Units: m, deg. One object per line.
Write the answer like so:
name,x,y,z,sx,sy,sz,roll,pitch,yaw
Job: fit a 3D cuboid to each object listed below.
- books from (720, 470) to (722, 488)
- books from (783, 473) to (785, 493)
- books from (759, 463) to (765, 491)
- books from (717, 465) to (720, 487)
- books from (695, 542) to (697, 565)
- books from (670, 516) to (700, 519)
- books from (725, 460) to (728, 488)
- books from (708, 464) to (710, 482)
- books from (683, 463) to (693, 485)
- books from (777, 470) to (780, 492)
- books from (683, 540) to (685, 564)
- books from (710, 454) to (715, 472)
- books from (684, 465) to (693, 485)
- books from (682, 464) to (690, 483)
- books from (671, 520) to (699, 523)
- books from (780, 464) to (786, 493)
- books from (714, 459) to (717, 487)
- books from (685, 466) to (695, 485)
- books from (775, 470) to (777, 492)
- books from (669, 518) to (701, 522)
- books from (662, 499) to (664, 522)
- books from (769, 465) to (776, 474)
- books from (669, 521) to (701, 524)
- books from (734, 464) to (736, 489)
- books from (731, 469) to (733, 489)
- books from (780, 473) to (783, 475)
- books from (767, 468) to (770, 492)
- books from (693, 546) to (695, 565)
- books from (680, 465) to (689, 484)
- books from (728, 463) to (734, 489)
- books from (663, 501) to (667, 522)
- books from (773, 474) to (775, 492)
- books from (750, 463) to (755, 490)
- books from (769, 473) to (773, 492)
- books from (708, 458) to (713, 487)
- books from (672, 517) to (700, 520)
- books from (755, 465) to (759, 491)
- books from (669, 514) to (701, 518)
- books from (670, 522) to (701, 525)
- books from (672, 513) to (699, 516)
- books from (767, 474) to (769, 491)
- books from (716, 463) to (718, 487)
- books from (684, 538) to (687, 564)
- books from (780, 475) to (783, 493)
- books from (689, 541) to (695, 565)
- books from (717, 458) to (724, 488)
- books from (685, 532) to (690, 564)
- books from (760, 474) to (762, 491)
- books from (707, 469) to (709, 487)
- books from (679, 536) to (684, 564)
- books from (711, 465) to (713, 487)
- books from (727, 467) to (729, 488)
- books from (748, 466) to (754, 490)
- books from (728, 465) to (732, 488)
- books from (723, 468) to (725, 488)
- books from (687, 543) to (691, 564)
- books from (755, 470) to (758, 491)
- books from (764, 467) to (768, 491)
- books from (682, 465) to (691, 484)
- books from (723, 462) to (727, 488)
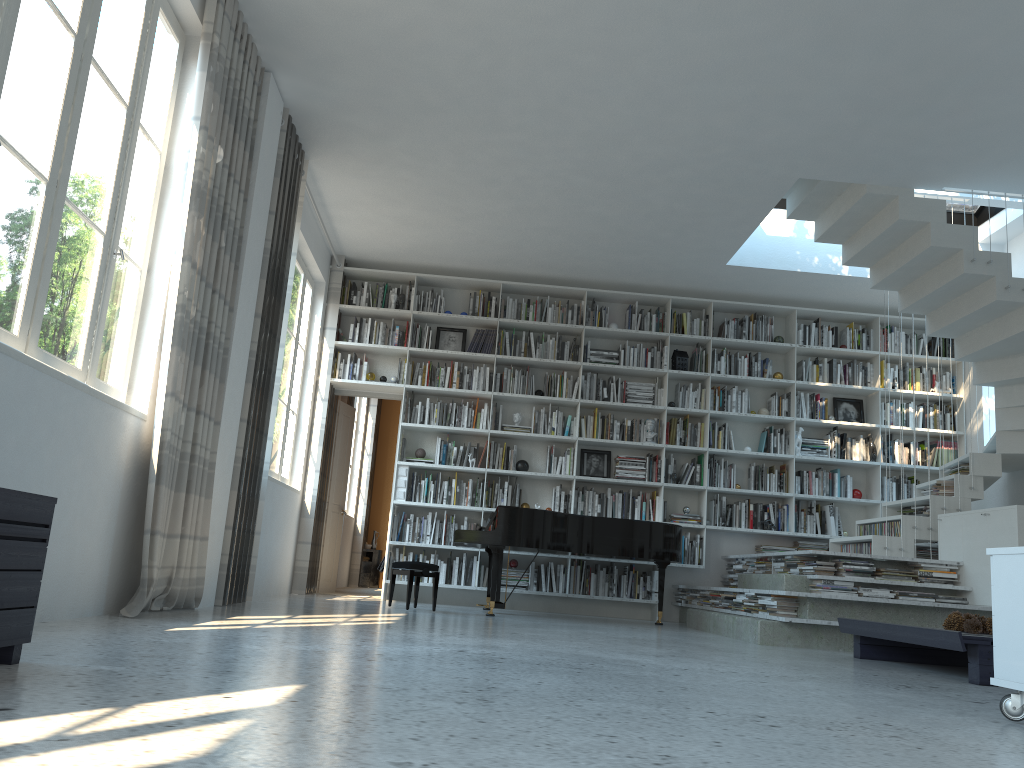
books,2.006,0.935,8.614,0.013,0.186,0.184,5,-12,-2
books,2.627,0.980,8.644,0.013,0.203,0.159,5,-12,-2
books,2.433,0.927,8.658,0.007,0.284,0.160,5,-12,-2
books,1.983,0.912,8.610,0.011,0.226,0.188,5,-12,-2
books,1.718,1.602,8.365,0.011,0.211,0.179,5,-12,-2
books,1.653,1.279,8.474,0.254,0.012,0.161,5,-12,-2
books,2.073,0.897,8.645,0.006,0.284,0.160,5,-12,-2
books,1.902,0.905,8.638,0.011,0.238,0.136,5,-12,-2
books,1.694,0.887,8.620,0.094,0.238,0.150,5,-12,-2
books,2.579,0.964,8.653,0.021,0.231,0.155,5,-12,-2
books,1.609,1.590,8.388,0.012,0.228,0.129,5,-12,-2
books,1.952,0.859,8.651,0.007,0.341,0.149,5,-12,-2
books,1.696,0.902,8.627,0.090,0.214,0.139,5,-12,-2
books,1.667,0.893,8.624,0.095,0.225,0.144,5,-12,-2
books,1.651,1.317,8.475,0.254,0.012,0.161,4,-12,4
books,2.641,0.935,8.646,0.007,0.295,0.162,5,-12,-2
books,1.964,0.884,8.622,0.005,0.283,0.159,5,-12,-2
books,1.709,0.906,8.616,0.091,0.205,0.169,5,-12,-2
books,2.545,0.959,8.639,0.018,0.229,0.182,5,-12,-2
books,1.651,1.304,8.476,0.285,0.012,0.160,4,-12,1
books,1.432,1.229,8.545,0.027,0.228,0.141,5,-12,-2
books,2.534,0.937,8.644,0.006,0.273,0.173,5,-12,-2
books,1.650,1.329,8.476,0.285,0.012,0.160,4,-12,3
books,2.146,0.918,8.637,0.013,0.250,0.173,5,-12,-2
books,2.117,0.936,8.627,0.014,0.207,0.181,5,-12,-2
books,2.612,0.980,8.653,0.016,0.204,0.141,5,-12,-2
books,2.481,0.951,8.659,0.030,0.244,0.136,5,-12,-2
books,1.706,1.598,8.383,0.012,0.225,0.149,5,-12,-2
books,1.651,0.895,8.602,0.089,0.210,0.176,5,-12,-2
books,2.133,0.912,8.637,0.014,0.260,0.142,5,-12,-2
books,1.460,1.240,8.546,0.030,0.210,0.137,5,-12,-2
books,2.519,0.979,8.631,0.019,0.182,0.191,5,-12,-2
books,2.346,0.919,8.664,0.016,0.289,0.132,5,-12,-2
books,2.502,0.973,8.636,0.015,0.194,0.176,5,-12,-2
books,1.920,0.876,8.631,0.018,0.294,0.178,5,-12,-2
books,1.652,1.293,8.482,0.254,0.012,0.161,4,-12,3
books,2.377,0.932,8.648,0.015,0.261,0.150,5,-12,-2
books,1.654,1.269,8.485,0.285,0.012,0.160,4,-12,2
books,1.649,1.340,8.468,0.285,0.012,0.160,4,-12,1
books,1.655,1.256,8.481,0.254,0.012,0.161,3,-12,7
books,2.462,0.974,8.623,0.018,0.182,0.182,5,-12,-2
books,1.971,0.902,8.622,0.013,0.248,0.165,5,-12,-2
books,1.624,1.579,8.373,0.014,0.245,0.176,5,-12,-2
books,2.597,0.985,8.623,0.016,0.180,0.189,5,-12,-2
books,1.689,1.594,8.366,0.026,0.224,0.175,5,-12,-2
books,2.023,0.882,8.624,0.014,0.296,0.175,5,-12,-2
books,1.648,1.559,8.398,0.032,0.299,0.149,5,-12,-2
books,2.405,0.964,8.663,0.031,0.208,0.122,5,-12,-2
books,1.888,0.927,8.624,0.015,0.188,0.168,5,-12,-2
books,1.602,1.570,8.383,0.005,0.263,0.162,5,-12,-2
books,1.931,0.884,8.628,0.006,0.281,0.155,5,-12,-2
books,2.091,0.929,8.640,0.008,0.222,0.134,5,-12,-2
books,2.328,0.933,8.647,0.019,0.251,0.130,5,-12,-2
books,2.103,0.920,8.632,0.015,0.238,0.177,5,-12,-2
books,2.039,0.933,8.632,0.013,0.202,0.167,5,-12,-2
books,1.667,1.608,8.387,0.013,0.202,0.139,5,-12,-2
books,2.360,0.950,8.629,0.016,0.215,0.178,5,-12,-2
books,2.446,0.939,8.630,0.018,0.250,0.184,5,-12,-2
books,1.677,0.900,8.618,0.090,0.211,0.143,5,-12,-2
books,2.054,0.900,8.627,0.012,0.266,0.183,5,-12,-2
